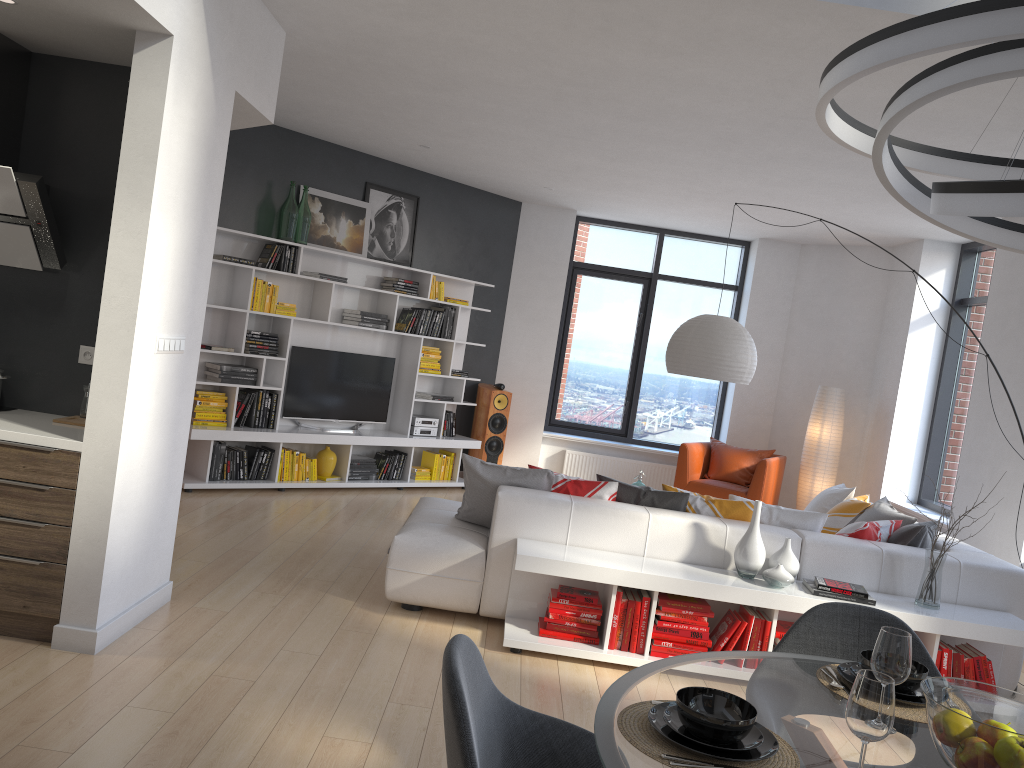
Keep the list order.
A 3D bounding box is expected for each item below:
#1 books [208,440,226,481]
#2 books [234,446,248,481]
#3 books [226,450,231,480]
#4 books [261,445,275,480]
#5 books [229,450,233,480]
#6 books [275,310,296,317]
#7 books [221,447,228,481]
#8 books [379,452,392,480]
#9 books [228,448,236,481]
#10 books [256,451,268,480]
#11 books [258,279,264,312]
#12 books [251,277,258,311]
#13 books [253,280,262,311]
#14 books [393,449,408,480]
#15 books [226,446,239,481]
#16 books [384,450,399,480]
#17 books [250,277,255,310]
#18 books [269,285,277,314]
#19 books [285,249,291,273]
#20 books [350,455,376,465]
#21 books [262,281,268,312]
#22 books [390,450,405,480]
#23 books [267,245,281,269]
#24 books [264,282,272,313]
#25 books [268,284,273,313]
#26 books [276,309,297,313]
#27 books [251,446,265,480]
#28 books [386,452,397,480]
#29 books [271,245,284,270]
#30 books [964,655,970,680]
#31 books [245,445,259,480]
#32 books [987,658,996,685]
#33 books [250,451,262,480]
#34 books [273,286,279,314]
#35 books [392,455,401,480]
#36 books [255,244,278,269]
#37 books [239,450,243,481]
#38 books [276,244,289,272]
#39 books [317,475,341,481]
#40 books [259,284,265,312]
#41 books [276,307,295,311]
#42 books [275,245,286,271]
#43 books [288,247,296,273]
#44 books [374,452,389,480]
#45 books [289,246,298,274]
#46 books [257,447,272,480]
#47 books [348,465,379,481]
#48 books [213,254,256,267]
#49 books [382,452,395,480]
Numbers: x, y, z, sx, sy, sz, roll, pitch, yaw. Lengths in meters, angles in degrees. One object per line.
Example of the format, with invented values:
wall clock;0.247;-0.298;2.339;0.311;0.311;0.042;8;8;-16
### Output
books;-2.414;0.595;7.073;0.128;0.321;0.259;6;4;-45
books;-2.223;0.648;7.247;0.083;0.249;0.191;6;4;-45
books;-2.328;0.643;7.154;0.053;0.240;0.189;6;4;-44
books;-2.075;0.658;7.417;0.066;0.260;0.197;6;4;-45
books;-2.306;0.647;7.167;0.049;0.236;0.170;6;4;-44
books;-1.928;-0.596;7.422;0.190;0.033;0.147;6;4;-45
books;-2.351;0.625;7.134;0.053;0.268;0.202;6;4;-45
books;-1.223;0.763;8.257;0.096;0.234;0.187;6;4;-44
books;-2.285;0.646;7.177;0.050;0.242;0.169;6;4;-45
books;-2.118;0.662;7.358;0.179;0.243;0.071;11;4;44
books;-2.103;-0.728;7.250;0.015;0.263;0.199;6;4;-45
books;-2.143;-0.737;7.198;0.025;0.270;0.213;6;4;-45
books;-2.123;-0.728;7.227;0.044;0.255;0.198;6;4;-45
books;-1.088;0.764;8.387;0.066;0.260;0.197;6;4;-45
books;-2.271;0.641;7.205;0.066;0.255;0.193;6;4;-45
books;-1.158;0.759;8.318;0.192;0.254;0.075;11;4;44
books;-2.156;-0.738;7.173;0.029;0.270;0.204;6;4;-45
books;-2.015;-0.706;7.330;0.024;0.234;0.172;6;4;-45
books;-1.898;-1.027;7.370;0.021;0.200;0.147;6;4;-45
books;-1.438;0.691;8.100;0.250;0.047;0.310;11;3;41
books;-2.074;-0.721;7.276;0.019;0.251;0.180;6;4;-45
books;-1.112;0.766;8.363;0.084;0.249;0.191;6;4;-45
books;-1.994;-1.043;7.289;0.087;0.214;0.171;6;4;-44
books;-2.053;-0.718;7.293;0.035;0.250;0.185;6;4;-45
books;-2.035;-0.711;7.316;0.023;0.239;0.169;6;4;-45
books;-1.927;-0.619;7.424;0.196;0.011;0.148;6;4;-45
books;-2.145;0.653;7.349;0.192;0.254;0.075;11;4;44
books;-1.158;0.768;8.284;0.069;0.242;0.172;6;4;-44
books;-1.965;-1.040;7.300;0.154;0.212;0.074;11;4;44
books;2.244;1.458;4.441;0.081;0.230;0.165;9;3;0
books;-2.179;0.646;7.318;0.066;0.260;0.197;6;4;-45
books;2.373;1.477;4.456;0.103;0.230;0.173;9;3;0
books;-2.146;0.662;7.314;0.069;0.242;0.172;6;4;-44
books;-1.999;-0.704;7.351;0.024;0.234;0.172;6;4;-45
books;-1.136;0.768;8.333;0.179;0.243;0.068;11;4;44
books;-2.013;-1.046;7.262;0.166;0.213;0.096;11;4;44
books;-2.246;0.650;7.220;0.066;0.242;0.177;6;4;-45
books;-1.917;-1.044;7.355;0.025;0.232;0.176;6;4;-45
books;-1.675;0.815;7.840;0.270;0.029;0.204;10;3;30
books;-2.078;-0.707;7.248;0.024;0.229;0.156;6;4;-45
books;-1.915;-0.630;7.406;0.169;0.018;0.113;6;4;-43
books;-1.932;-1.039;7.335;0.021;0.221;0.156;6;4;-45
books;-1.877;-1.033;7.391;0.038;0.218;0.169;6;4;-45
books;-1.243;0.760;8.230;0.104;0.234;0.182;6;4;-45
books;-1.851;-1.037;7.405;0.019;0.230;0.174;6;4;-45
books;-2.099;0.660;7.393;0.084;0.249;0.191;6;4;-45
books;-1.432;0.785;8.093;0.277;0.137;0.343;11;3;40
books;-2.214;-0.983;7.057;0.268;0.046;0.208;6;3;-41
books;-1.191;0.767;8.269;0.169;0.233;0.081;11;4;44
